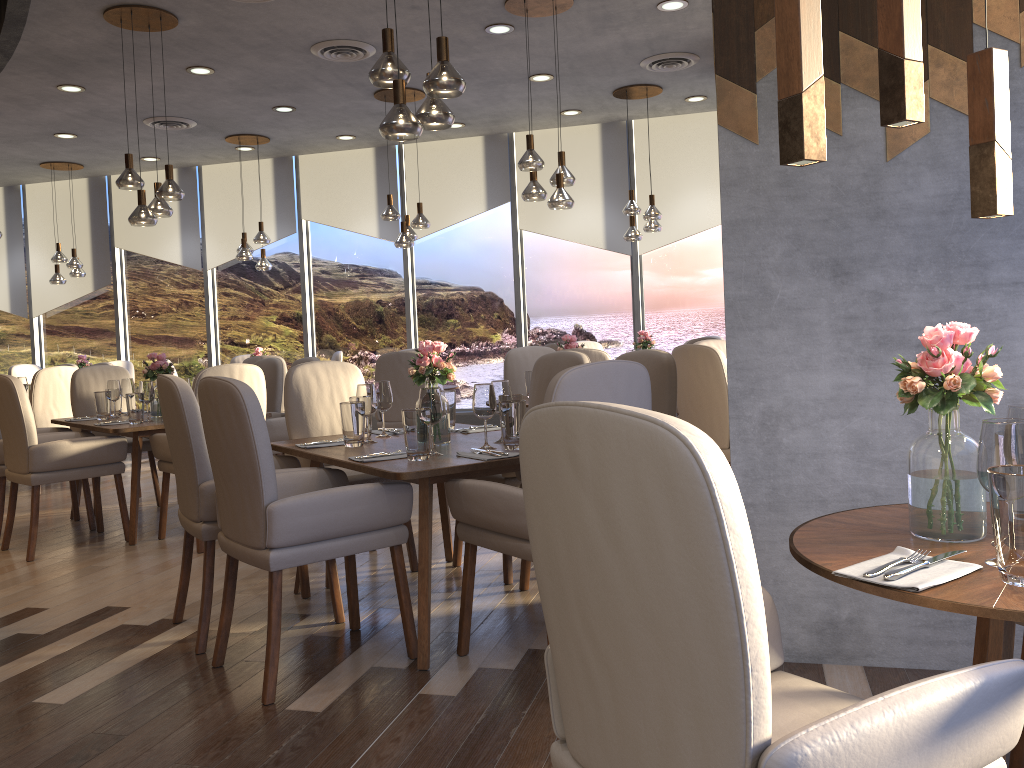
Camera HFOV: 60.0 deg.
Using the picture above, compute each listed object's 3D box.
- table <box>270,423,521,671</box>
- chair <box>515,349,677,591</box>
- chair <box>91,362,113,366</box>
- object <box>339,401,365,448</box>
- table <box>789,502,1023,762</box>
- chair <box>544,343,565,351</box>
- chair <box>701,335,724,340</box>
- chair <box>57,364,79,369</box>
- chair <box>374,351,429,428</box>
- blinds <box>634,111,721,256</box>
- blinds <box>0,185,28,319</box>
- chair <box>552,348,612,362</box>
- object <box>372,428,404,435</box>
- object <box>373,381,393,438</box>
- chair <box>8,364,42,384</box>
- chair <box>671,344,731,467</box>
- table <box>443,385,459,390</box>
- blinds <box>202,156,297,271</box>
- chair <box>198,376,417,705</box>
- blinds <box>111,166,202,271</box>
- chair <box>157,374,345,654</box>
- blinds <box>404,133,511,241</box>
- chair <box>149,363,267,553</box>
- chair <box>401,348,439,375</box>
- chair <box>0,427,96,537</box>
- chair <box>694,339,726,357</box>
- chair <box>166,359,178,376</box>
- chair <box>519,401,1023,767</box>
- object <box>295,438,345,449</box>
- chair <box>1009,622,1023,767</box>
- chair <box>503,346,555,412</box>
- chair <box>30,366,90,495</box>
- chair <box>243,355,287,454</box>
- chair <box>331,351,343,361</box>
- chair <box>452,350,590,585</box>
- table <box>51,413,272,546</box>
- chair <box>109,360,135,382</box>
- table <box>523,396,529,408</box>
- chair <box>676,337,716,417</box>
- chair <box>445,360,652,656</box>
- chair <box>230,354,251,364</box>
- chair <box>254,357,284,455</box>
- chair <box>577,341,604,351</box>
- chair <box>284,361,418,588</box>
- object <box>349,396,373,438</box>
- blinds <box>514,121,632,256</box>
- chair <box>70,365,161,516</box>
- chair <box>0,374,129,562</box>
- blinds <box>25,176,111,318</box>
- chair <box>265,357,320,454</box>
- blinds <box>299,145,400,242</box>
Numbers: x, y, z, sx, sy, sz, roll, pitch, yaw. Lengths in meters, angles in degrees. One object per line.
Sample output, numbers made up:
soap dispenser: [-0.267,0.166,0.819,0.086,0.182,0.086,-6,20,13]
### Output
table: [-0.310,0.569,3.597,0.965,0.665,1.307,-4,3,-34]
chair: [0.377,0.366,3.729,0.600,0.999,0.528,-4,2,-31]
chair: [-3.951,0.316,8.065,0.528,0.999,0.600,-1,2,34]
object: [-0.639,0.163,3.572,0.102,0.178,0.102,-2,2,5]
table: [0.955,0.625,1.622,0.833,0.661,0.835,-2,2,6]
chair: [0.614,0.135,7.702,0.600,0.999,0.528,-3,2,-28]
chair: [1.654,0.060,8.215,0.600,0.999,0.528,-3,2,-27]
chair: [-4.428,0.320,8.368,0.528,0.999,0.600,-2,2,29]
chair: [-0.842,0.233,7.096,0.528,0.999,0.600,-3,2,-3]
blinds: [1.796,-2.656,8.814,1.173,2.679,0.007,-2,1,15]
blinds: [-6.631,-2.128,11.120,1.173,2.679,0.007,-2,1,15]
chair: [0.338,0.291,5.113,0.528,0.999,0.600,-3,2,-8]
object: [-0.547,0.213,4.037,0.157,0.019,0.255,-4,4,-30]
object: [-0.564,0.110,3.869,0.092,0.244,0.092,-2,2,18]
chair: [-5.448,0.261,10.243,0.599,0.999,0.529,-2,2,28]
chair: [1.205,0.272,4.760,0.600,0.999,0.528,-3,2,-28]
table: [-0.863,0.369,7.674,0.834,0.661,0.834,-4,3,-25]
blinds: [-3.038,-2.668,10.125,1.173,2.679,0.007,-2,1,15]
chair: [-0.705,0.454,3.003,0.600,0.999,0.528,-4,2,-39]
blinds: [-4.240,-2.633,10.453,1.173,2.679,0.007,-2,1,15]
chair: [-1.037,0.443,3.466,0.600,0.999,0.528,-4,2,-31]
blinds: [-0.624,-2.883,9.463,1.173,2.679,0.007,-2,1,15]
chair: [-1.695,0.385,5.037,0.529,0.999,0.599,-4,2,-44]
chair: [-0.894,0.171,8.256,0.528,0.999,0.600,-3,2,-4]
chair: [-2.950,0.418,5.434,0.600,0.999,0.528,-4,2,-38]
chair: [1.460,0.213,5.624,0.528,0.999,0.600,-3,2,-25]
chair: [-3.156,0.236,8.884,0.600,0.999,0.528,-3,2,-19]
chair: [0.357,0.502,1.297,0.600,0.999,0.528,-4,2,-32]
object: [-0.760,0.242,3.684,0.255,0.019,0.157,-4,4,-31]
chair: [1.459,0.417,1.955,0.600,0.999,0.528,-4,2,-32]
chair: [0.199,0.233,6.266,0.528,0.999,0.600,-3,2,-8]
chair: [-3.827,0.358,7.213,0.599,0.999,0.529,-2,2,29]
chair: [-2.384,0.223,8.491,0.528,0.999,0.600,-3,2,-22]
chair: [-2.048,0.168,9.228,0.600,0.999,0.528,-3,2,-18]
chair: [0.064,0.354,4.201,0.600,0.999,0.528,-4,2,-37]
table: [-2.241,0.540,5.660,0.966,0.665,1.307,-5,4,-41]
chair: [-4.443,0.249,9.661,0.599,0.999,0.529,-2,2,29]
table: [0.270,0.428,5.710,0.834,0.661,0.834,-3,2,-10]
chair: [1.438,0.113,7.434,0.528,0.999,0.600,-4,2,-31]
chair: [0.144,0.421,2.922,0.529,0.999,0.599,-4,2,-37]
chair: [-2.795,0.181,9.577,0.528,0.999,0.600,-3,2,-22]
chair: [-1.941,0.325,6.308,0.600,0.999,0.528,-4,2,-44]
chair: [0.863,0.083,8.443,0.529,0.999,0.600,-4,2,-31]
chair: [-0.802,0.387,4.280,0.529,0.999,0.600,-4,2,-31]
object: [-0.663,0.145,3.913,0.102,0.178,0.102,-3,2,-4]
blinds: [0.593,-2.621,9.142,1.173,2.679,0.007,-2,1,15]
chair: [-2.818,0.366,6.271,0.529,0.999,0.599,-4,2,-39]
chair: [-2.563,0.424,5.017,0.528,0.999,0.600,-1,2,44]
blinds: [-5.426,-2.163,10.791,1.173,2.679,0.007,-2,1,15]
chair: [-1.572,0.333,5.880,0.600,0.999,0.528,-4,2,-39]
blinds: [-1.842,-2.847,9.795,1.173,2.679,0.007,-2,1,15]
